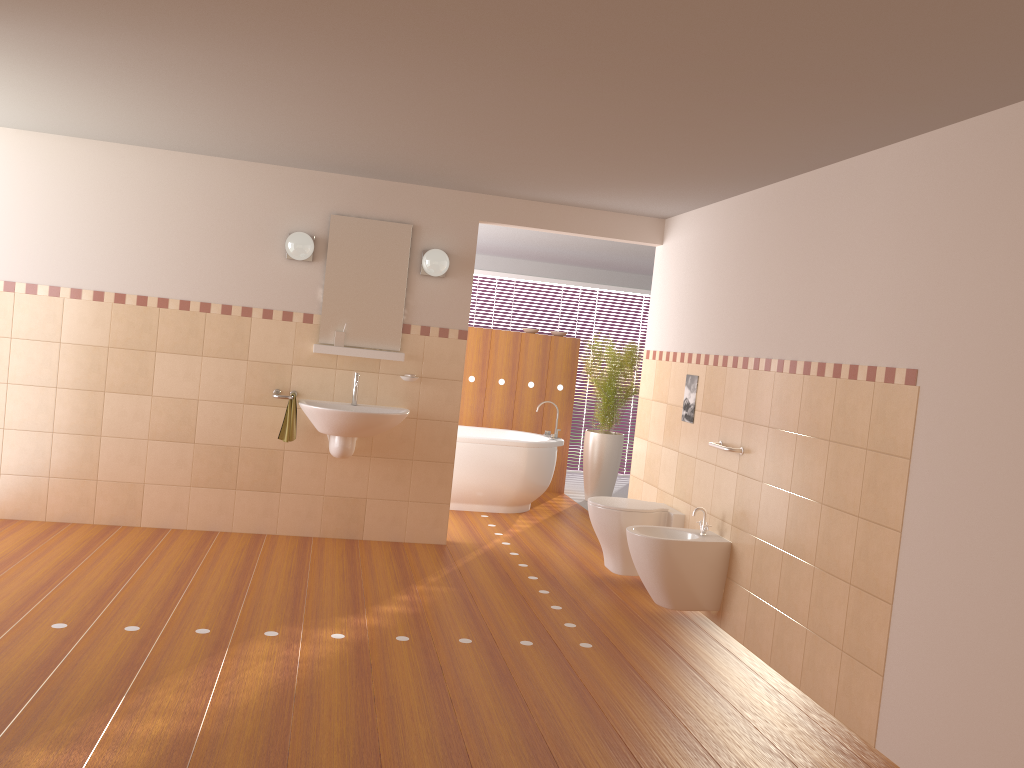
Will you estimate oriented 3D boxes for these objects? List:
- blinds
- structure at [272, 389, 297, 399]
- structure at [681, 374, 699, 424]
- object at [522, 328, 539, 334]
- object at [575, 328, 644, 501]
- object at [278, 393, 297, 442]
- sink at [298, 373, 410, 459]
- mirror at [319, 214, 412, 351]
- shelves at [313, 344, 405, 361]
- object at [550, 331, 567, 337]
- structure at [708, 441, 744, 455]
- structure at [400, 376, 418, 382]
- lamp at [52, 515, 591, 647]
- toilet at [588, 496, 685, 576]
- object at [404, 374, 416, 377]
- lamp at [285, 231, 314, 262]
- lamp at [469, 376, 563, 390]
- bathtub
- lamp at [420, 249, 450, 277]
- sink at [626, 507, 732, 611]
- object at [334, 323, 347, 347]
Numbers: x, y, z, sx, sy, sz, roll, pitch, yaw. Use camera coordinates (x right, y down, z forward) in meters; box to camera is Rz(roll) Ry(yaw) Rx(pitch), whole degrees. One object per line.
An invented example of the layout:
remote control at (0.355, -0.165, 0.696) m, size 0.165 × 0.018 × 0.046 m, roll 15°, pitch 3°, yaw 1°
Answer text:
blinds at (-0.727, -0.188, 9.572) m, size 4.712 × 2.022 × 0.032 m, roll 5°, pitch 2°, yaw -11°
structure at (-1.372, 0.067, 5.333) m, size 0.142 × 0.042 × 0.333 m, roll 5°, pitch 2°, yaw -11°
structure at (1.043, 0.086, 5.200) m, size 0.005 × 0.279 × 0.170 m, roll 5°, pitch 2°, yaw -11°
object at (0.176, -0.494, 8.324) m, size 0.173 × 0.046 × 0.173 m, roll 5°, pitch 2°, yaw -11°
object at (0.952, 0.310, 8.015) m, size 0.683 × 1.557 × 1.335 m, roll 7°, pitch 3°, yaw 21°
object at (-1.328, 0.200, 5.345) m, size 0.085 × 0.306 × 0.181 m, roll 6°, pitch 2°, yaw 5°
sink at (-0.949, 0.198, 5.322) m, size 0.683 × 0.516 × 0.539 m, roll 5°, pitch 2°, yaw -11°
mirror at (-0.913, -0.627, 5.534) m, size 0.502 × 0.799 × 0.008 m, roll 5°, pitch 2°, yaw -11°
shelves at (-0.948, -0.194, 5.501) m, size 0.554 × 0.050 × 0.138 m, roll 5°, pitch 2°, yaw -11°
object at (0.441, -0.469, 8.378) m, size 0.173 × 0.046 × 0.173 m, roll 5°, pitch 2°, yaw -11°
structure at (1.101, 0.328, 4.610) m, size 0.091 × 0.042 × 0.295 m, roll 5°, pitch 2°, yaw -11°
structure at (-0.647, -0.030, 5.593) m, size 0.117 × 0.029 × 0.092 m, roll 5°, pitch 2°, yaw -11°
lamp at (-1.459, 0.960, 5.134) m, size 3.173 × 0.001 × 2.893 m, roll 5°, pitch 2°, yaw -11°
toilet at (0.690, 0.903, 5.241) m, size 0.534 × 0.400 × 0.375 m, roll 5°, pitch 2°, yaw -11°
object at (-0.643, -0.052, 5.593) m, size 0.075 × 0.023 × 0.050 m, roll 8°, pitch 3°, yaw 43°
lamp at (-1.282, -0.832, 5.359) m, size 0.173 × 0.173 × 0.209 m, roll 5°, pitch 2°, yaw -11°
lamp at (-0.095, -0.019, 8.164) m, size 1.169 × 0.052 × 0.001 m, roll 5°, pitch 2°, yaw -11°
bathtub at (-0.492, 0.519, 7.285) m, size 1.874 × 0.900 × 0.888 m, roll 5°, pitch 2°, yaw -11°
lamp at (-0.477, -0.755, 5.523) m, size 0.173 × 0.173 × 0.209 m, roll 5°, pitch 2°, yaw -11°
sink at (0.832, 0.887, 4.592) m, size 0.515 × 0.517 × 0.335 m, roll 5°, pitch 2°, yaw -11°
object at (-1.058, -0.304, 5.465) m, size 0.063 × 0.149 × 0.073 m, roll 5°, pitch 2°, yaw -11°
